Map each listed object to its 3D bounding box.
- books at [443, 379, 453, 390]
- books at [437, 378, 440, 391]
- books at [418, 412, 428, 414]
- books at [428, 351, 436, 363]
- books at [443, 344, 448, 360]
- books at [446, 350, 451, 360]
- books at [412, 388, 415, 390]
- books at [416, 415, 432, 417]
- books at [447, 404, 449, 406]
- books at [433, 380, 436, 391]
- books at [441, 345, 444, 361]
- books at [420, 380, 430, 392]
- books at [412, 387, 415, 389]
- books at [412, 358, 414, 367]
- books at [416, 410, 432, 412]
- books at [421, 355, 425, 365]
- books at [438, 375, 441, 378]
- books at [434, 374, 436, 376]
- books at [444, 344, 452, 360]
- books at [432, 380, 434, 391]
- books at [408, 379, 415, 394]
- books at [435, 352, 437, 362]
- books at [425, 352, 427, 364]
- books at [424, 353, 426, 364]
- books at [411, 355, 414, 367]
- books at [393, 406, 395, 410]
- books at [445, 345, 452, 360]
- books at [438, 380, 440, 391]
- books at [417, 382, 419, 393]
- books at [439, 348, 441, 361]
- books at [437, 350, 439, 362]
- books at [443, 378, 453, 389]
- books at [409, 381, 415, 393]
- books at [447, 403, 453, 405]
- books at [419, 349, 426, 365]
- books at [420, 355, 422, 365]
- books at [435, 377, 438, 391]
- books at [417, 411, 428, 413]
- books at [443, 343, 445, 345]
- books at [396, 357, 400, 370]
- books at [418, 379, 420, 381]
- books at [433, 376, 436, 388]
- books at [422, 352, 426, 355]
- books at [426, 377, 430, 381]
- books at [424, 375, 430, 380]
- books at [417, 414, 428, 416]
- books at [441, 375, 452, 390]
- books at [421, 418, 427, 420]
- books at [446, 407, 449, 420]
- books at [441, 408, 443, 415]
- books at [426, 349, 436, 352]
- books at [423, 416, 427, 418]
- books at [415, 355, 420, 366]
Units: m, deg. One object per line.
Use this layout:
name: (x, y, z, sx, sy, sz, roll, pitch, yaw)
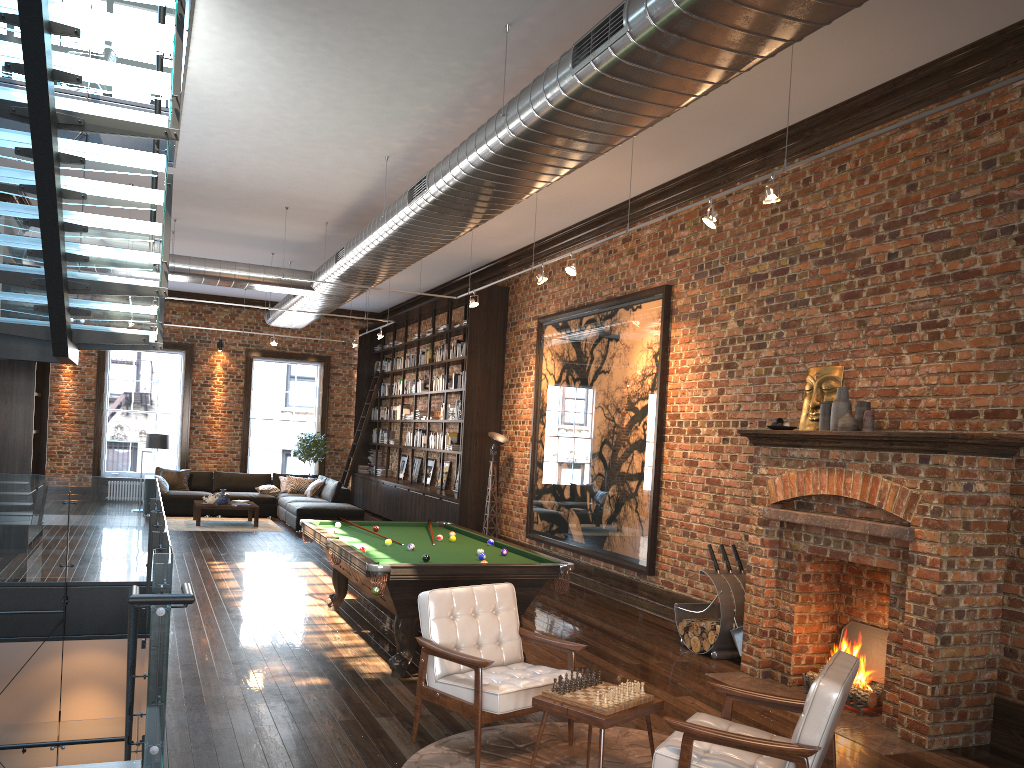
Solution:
books: (-1.093, 0.023, 15.342, 0.182, 0.219, 0.050, 4, 1, -23)
books: (-1.253, 0.022, 15.720, 0.160, 0.242, 0.031, 3, 1, -23)
books: (-1.641, 0.540, 16.550, 0.196, 0.019, 0.173, 4, -4, -17)
books: (-1.449, -0.470, 16.234, 0.191, 0.255, 0.061, 3, 1, -23)
books: (-1.097, -0.529, 15.401, 0.183, 0.307, 0.009, 3, 1, -23)
books: (-1.051, -0.483, 15.281, 0.188, 0.208, 0.051, 4, 1, -23)
books: (-1.814, 0.102, 17.089, 0.160, 0.024, 0.334, 4, -4, -18)
books: (-1.636, 0.598, 16.532, 0.294, 0.007, 0.132, 4, -4, -19)
books: (-1.096, 0.490, 15.270, 0.184, 0.274, 0.015, 3, 1, -23)
books: (-1.308, 0.043, 15.830, 0.181, 0.208, 0.030, 4, 1, -23)
books: (-1.137, -0.524, 15.461, 0.183, 0.300, 0.018, 3, 1, -23)
books: (-1.565, 0.054, 16.431, 0.273, 0.241, 0.083, 4, 0, -23)
books: (-1.810, 0.078, 17.090, 0.161, 0.025, 0.298, 5, -4, -26)
books: (-1.852, -0.399, 17.228, 0.166, 0.195, 0.030, 4, 1, -23)
books: (-1.637, 0.504, 16.544, 0.285, 0.012, 0.159, 5, -4, -26)
books: (-1.601, -0.431, 16.569, 0.193, 0.202, 0.027, 4, 1, -23)
books: (-1.252, -0.002, 15.765, 0.138, 0.296, 0.024, 3, 1, -23)
books: (-1.370, -0.006, 16.039, 0.143, 0.324, 0.116, 3, 1, -22)
books: (-1.072, -0.527, 15.342, 0.189, 0.297, 0.014, 3, 1, -23)
books: (-1.363, 0.047, 15.948, 0.224, 0.209, 0.064, 4, 1, -23)
books: (-1.953, 0.060, 17.417, 0.175, 0.303, 0.067, 3, 1, -22)
books: (-1.283, -0.461, 15.829, 0.183, 0.207, 0.053, 4, 1, -23)
books: (-1.506, -0.458, 16.344, 0.191, 0.240, 0.008, 3, 1, -23)
books: (-1.544, -0.453, 16.495, 0.161, 0.244, 0.032, 3, 1, -23)
books: (-1.878, -0.427, 17.277, 0.186, 0.253, 0.029, 3, 1, -23)
books: (-2.367, 0.606, 18.341, 0.182, 0.291, 0.014, 3, 1, -23)
books: (-1.074, -0.518, 15.328, 0.180, 0.279, 0.009, 3, 1, -22)
books: (-1.207, 0.032, 15.582, 0.181, 0.209, 0.024, 4, 1, -23)
books: (-1.699, 0.079, 16.802, 0.190, 0.217, 0.031, 4, 1, -23)
books: (-1.195, -0.497, 15.602, 0.185, 0.258, 0.032, 3, 1, -23)
books: (-1.250, -0.476, 15.755, 0.174, 0.230, 0.014, 3, 1, -23)
books: (-1.112, 0.014, 15.365, 0.171, 0.238, 0.057, 3, 1, -23)
books: (-1.899, 0.080, 17.255, 0.192, 0.249, 0.024, 3, 1, -23)
books: (-1.115, 0.485, 15.385, 0.154, 0.296, 0.016, 3, 1, -23)
books: (-1.653, -0.485, 16.736, 0.186, 0.329, 0.069, 3, 1, -22)
books: (-1.647, -0.428, 16.727, 0.173, 0.211, 0.057, 3, 1, -23)
books: (-1.278, 0.011, 15.787, 0.166, 0.269, 0.011, 3, 1, -23)
books: (-1.638, 0.522, 16.544, 0.243, 0.015, 0.165, 4, -4, -19)
books: (-1.126, -0.537, 15.478, 0.184, 0.330, 0.008, 3, 1, -23)
books: (-2.308, -0.407, 18.315, 0.164, 0.297, 0.029, 3, 1, -23)
books: (-1.732, 0.046, 16.851, 0.190, 0.284, 0.013, 3, 1, -23)
books: (-1.327, 0.008, 15.905, 0.160, 0.285, 0.014, 3, 1, -23)
books: (-1.605, -0.463, 16.601, 0.180, 0.271, 0.011, 3, 1, -23)
books: (-1.544, 0.026, 16.491, 0.133, 0.300, 0.012, 3, 1, -23)
books: (-1.564, 0.008, 16.496, 0.156, 0.335, 0.014, 3, 1, -23)
books: (-1.639, 0.581, 16.540, 0.236, 0.014, 0.165, 5, -4, -22)
books: (-1.143, -0.012, 15.436, 0.183, 0.286, 0.034, 3, 1, -23)
books: (-1.545, 0.652, 16.318, 0.205, 0.035, 0.266, 5, -4, -21)
books: (-1.043, 0.511, 15.137, 0.184, 0.222, 0.033, 4, 1, -23)
books: (-1.137, 0.523, 15.395, 0.187, 0.219, 0.016, 4, 1, -23)
books: (-1.497, -0.485, 16.374, 0.181, 0.298, 0.009, 3, 1, -22)
books: (-1.534, 0.611, 16.321, 0.173, 0.018, 0.238, 4, -4, -18)
books: (-1.803, -0.430, 17.118, 0.143, 0.251, 0.078, 3, 1, -22)
